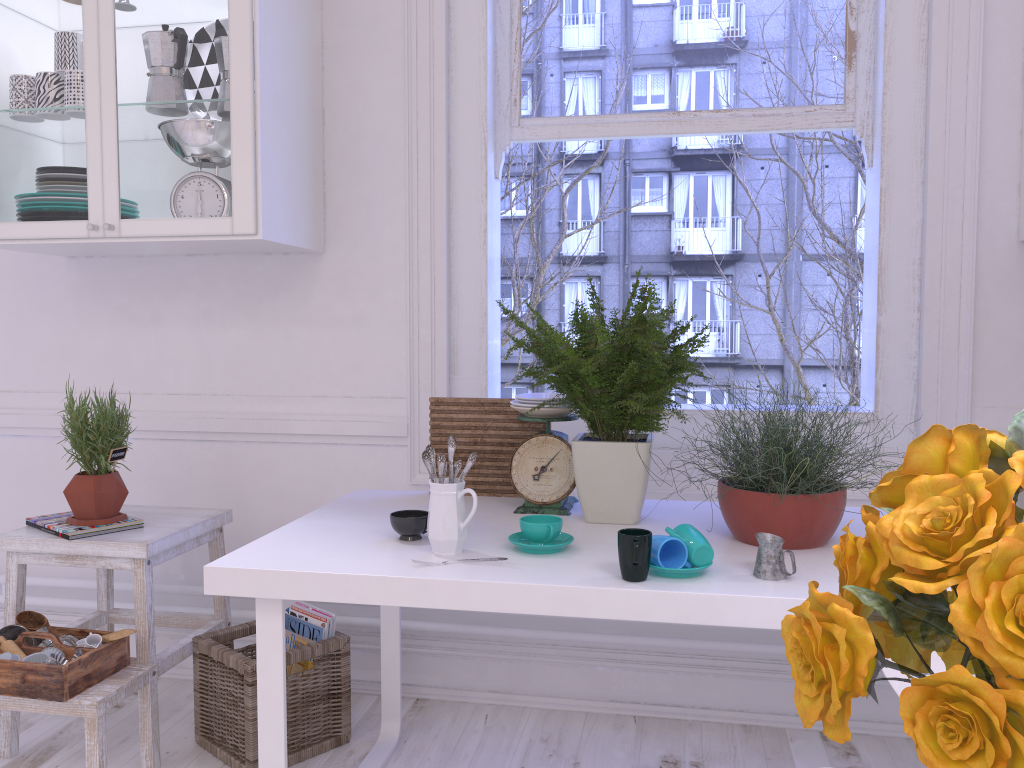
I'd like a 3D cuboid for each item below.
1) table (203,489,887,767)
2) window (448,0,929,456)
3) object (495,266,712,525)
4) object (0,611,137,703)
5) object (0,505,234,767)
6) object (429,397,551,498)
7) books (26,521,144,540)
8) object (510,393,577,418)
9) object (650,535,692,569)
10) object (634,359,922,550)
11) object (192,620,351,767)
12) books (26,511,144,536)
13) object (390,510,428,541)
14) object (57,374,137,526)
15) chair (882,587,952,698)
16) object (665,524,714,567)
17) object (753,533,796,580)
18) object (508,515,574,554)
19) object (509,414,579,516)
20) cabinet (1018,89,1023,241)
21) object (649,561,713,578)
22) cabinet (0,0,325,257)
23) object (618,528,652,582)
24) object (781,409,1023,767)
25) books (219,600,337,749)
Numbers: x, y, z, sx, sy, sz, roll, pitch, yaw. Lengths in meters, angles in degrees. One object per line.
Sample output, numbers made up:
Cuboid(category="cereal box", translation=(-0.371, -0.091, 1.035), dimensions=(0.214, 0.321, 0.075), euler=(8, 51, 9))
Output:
Cuboid(category="table", translation=(0.286, 0.605, 1.750), dimensions=(1.514, 0.619, 0.736), euler=(1, 4, 11))
Cuboid(category="window", translation=(0.449, -0.718, 2.424), dimensions=(1.234, 1.782, 0.181), euler=(1, 4, 11))
Cuboid(category="object", translation=(0.200, 0.024, 1.854), dimensions=(0.438, 0.527, 0.368), euler=(1, 4, 11))
Cuboid(category="object", translation=(-1.028, 0.593, 1.954), dimensions=(0.358, 0.110, 0.211), euler=(1, 4, 13))
Cuboid(category="object", translation=(-1.005, 0.620, 2.163), dimensions=(0.418, 0.534, 0.599), euler=(1, 4, 11))
Cuboid(category="object", translation=(-0.053, 0.153, 2.137), dimensions=(0.294, 0.237, 0.028), euler=(1, 4, 11))
Cuboid(category="books", translation=(-1.054, 0.345, 2.187), dimensions=(0.246, 0.011, 0.180), euler=(3, 5, 41))
Cuboid(category="object", translation=(0.077, 0.048, 2.008), dimensions=(0.163, 0.047, 0.164), euler=(-2, 4, -30))
Cuboid(category="object", translation=(0.256, 0.275, 1.472), dimensions=(0.069, 0.058, 0.080), euler=(-1, 4, -16))
Cuboid(category="object", translation=(0.534, 0.132, 1.700), dimensions=(0.668, 0.367, 0.531), euler=(3, 4, 35))
Cuboid(category="object", translation=(-0.590, 0.752, 2.184), dimensions=(0.276, 0.270, 0.276), euler=(4, 5, 44))
Cuboid(category="books", translation=(-1.054, 0.337, 2.187), dimensions=(0.246, 0.007, 0.180), euler=(3, 5, 41))
Cuboid(category="object", translation=(-0.194, 0.273, 1.704), dimensions=(0.079, 0.048, 0.082), euler=(-2, 4, -30))
Cuboid(category="object", translation=(-1.004, 0.151, 2.155), dimensions=(0.186, 0.367, 0.196), euler=(-2, 4, -34))
Cuboid(category="chair", translation=(0.465, 0.546, 0.912), dimensions=(0.483, 0.845, 0.604), euler=(-2, 4, -34))
Cuboid(category="object", translation=(0.294, 0.269, 1.477), dimensions=(0.069, 0.059, 0.082), euler=(-1, 4, -11))
Cuboid(category="object", translation=(0.428, 0.280, 1.444), dimensions=(0.066, 0.067, 0.052), euler=(1, 4, 11))
Cuboid(category="object", translation=(0.053, 0.275, 1.625), dimensions=(0.121, 0.055, 0.121), euler=(-3, 5, -39))
Cuboid(category="object", translation=(0.080, 0.175, 2.005), dimensions=(0.159, 0.208, 0.185), euler=(1, 4, 11))
Cuboid(category="cabinet", translation=(1.603, -0.985, 1.843), dimensions=(0.823, 1.311, 0.425), euler=(1, 4, 11))
Cuboid(category="object", translation=(0.272, 0.301, 1.474), dimensions=(0.121, 0.021, 0.121), euler=(-3, 5, -39))
Cuboid(category="cabinet", translation=(-0.971, -1.017, 2.328), dimensions=(0.823, 1.311, 0.425), euler=(1, 4, 11))
Cuboid(category="object", translation=(0.193, 0.277, 1.423), dimensions=(0.055, 0.077, 0.070), euler=(3, 5, 36))
Cuboid(category="object", translation=(0.276, 0.191, 0.460), dimensions=(0.234, 0.351, 0.235), euler=(-2, 4, -24))
Cuboid(category="books", translation=(-0.581, 0.718, 2.191), dimensions=(0.221, 0.306, 0.205), euler=(4, 5, 44))
